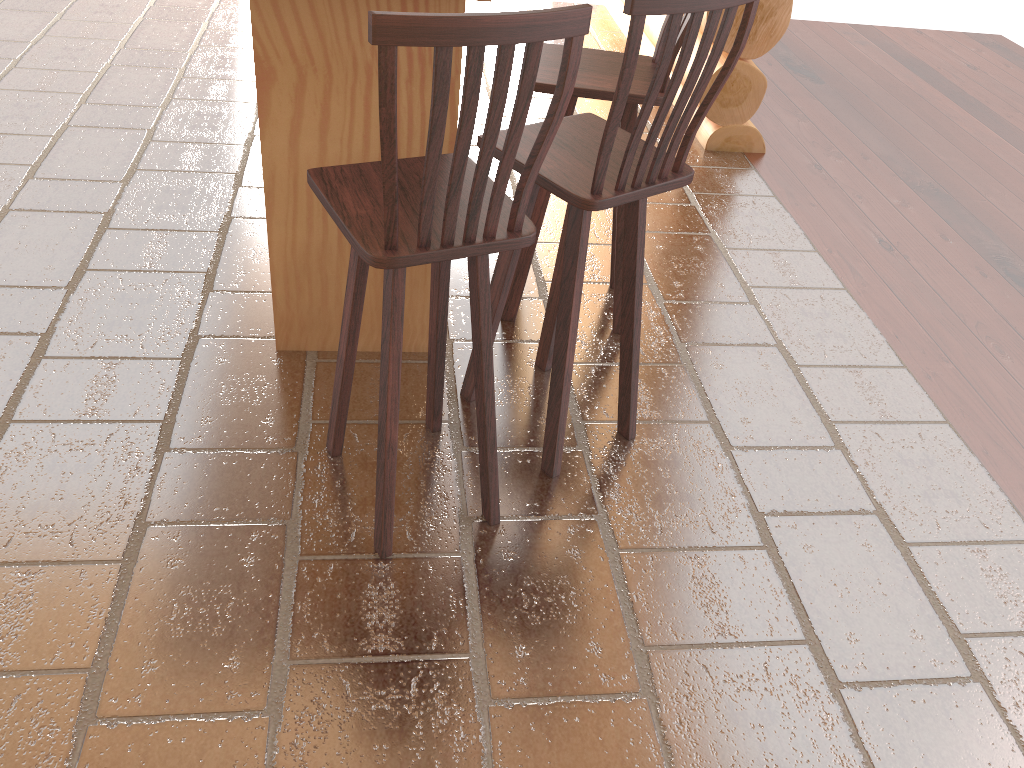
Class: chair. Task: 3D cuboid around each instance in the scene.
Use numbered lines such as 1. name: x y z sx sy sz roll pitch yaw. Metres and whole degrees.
1. chair: 0.285 -0.817 2.860 0.504 1.319 0.406 7 38 -1
2. chair: 0.188 -0.409 2.317 0.406 1.319 0.504 -22 46 -33
3. chair: -0.203 -0.230 2.022 0.406 1.319 0.504 -13 42 -24

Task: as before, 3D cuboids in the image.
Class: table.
1. table: -0.760 -1.382 3.469 1.196 1.257 3.220 0 38 -9
